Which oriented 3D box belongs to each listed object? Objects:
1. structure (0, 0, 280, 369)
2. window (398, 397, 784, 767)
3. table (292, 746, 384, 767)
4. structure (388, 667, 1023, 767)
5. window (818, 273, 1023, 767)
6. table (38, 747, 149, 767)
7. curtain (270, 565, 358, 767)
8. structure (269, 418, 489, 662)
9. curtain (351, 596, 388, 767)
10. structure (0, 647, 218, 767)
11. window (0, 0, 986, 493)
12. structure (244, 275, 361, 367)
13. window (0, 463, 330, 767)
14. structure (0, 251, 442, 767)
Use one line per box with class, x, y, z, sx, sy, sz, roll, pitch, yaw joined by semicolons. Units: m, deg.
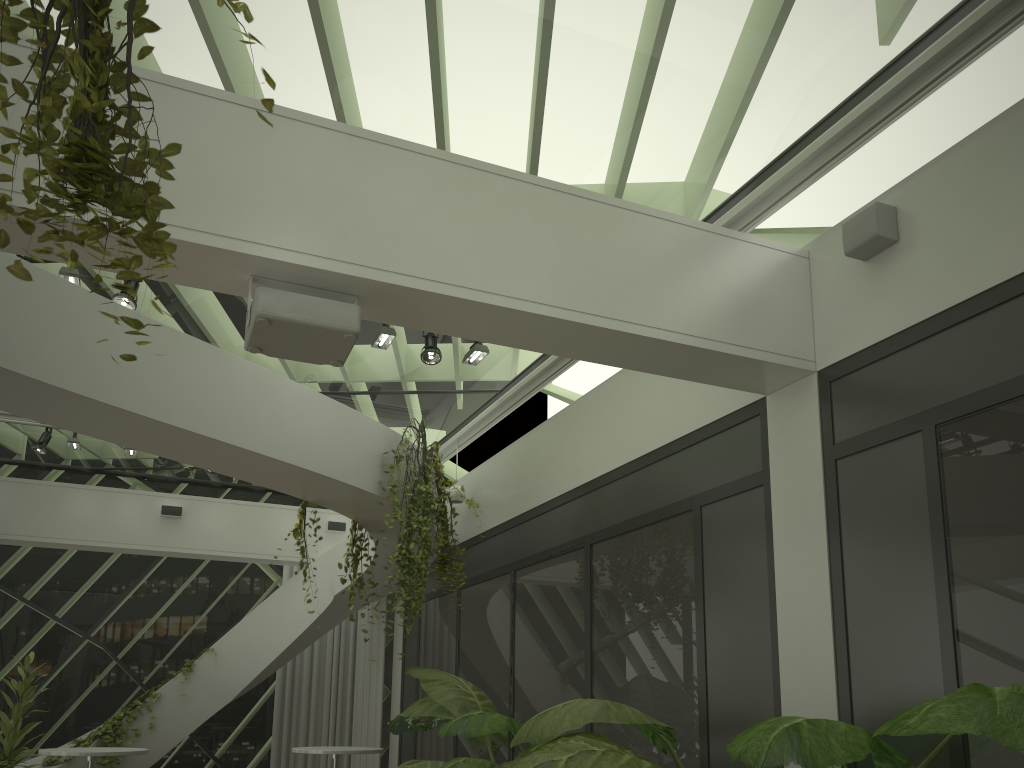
structure;-1.111;-0.913;1.667;4.671;2.235;1.489;-10;-18;29
window;0.034;2.790;7.895;0.050;3.122;7.434;6;-20;-22
table;-1.662;3.991;8.229;0.857;1.057;0.890;-2;-16;11
structure;0.254;2.285;4.677;1.795;1.653;9.211;8;-21;-22
window;3.028;0.309;1.130;0.050;3.122;7.341;6;-20;-22
table;-3.595;3.661;7.413;0.857;1.057;0.890;-2;-16;11
curtain;-2.730;3.951;12.490;1.239;3.946;0.164;7;-14;-24
structure;-1.138;1.318;7.459;1.450;1.999;1.684;-8;-18;30
curtain;-1.930;3.768;11.972;0.161;3.946;1.028;6;-14;-23
structure;-4.885;3.229;8.487;2.033;1.608;4.970;-2;-20;8
window;-1.454;-1.387;4.890;5.729;0.053;17.306;9;-22;-21
structure;-0.906;-0.276;3.776;0.465;0.266;0.401;9;-19;-22
window;-4.771;3.532;11.913;5.781;4.481;0.039;8;-14;-23
structure;0.293;-0.166;0.057;5.943;4.068;25.287;6;-21;-16
